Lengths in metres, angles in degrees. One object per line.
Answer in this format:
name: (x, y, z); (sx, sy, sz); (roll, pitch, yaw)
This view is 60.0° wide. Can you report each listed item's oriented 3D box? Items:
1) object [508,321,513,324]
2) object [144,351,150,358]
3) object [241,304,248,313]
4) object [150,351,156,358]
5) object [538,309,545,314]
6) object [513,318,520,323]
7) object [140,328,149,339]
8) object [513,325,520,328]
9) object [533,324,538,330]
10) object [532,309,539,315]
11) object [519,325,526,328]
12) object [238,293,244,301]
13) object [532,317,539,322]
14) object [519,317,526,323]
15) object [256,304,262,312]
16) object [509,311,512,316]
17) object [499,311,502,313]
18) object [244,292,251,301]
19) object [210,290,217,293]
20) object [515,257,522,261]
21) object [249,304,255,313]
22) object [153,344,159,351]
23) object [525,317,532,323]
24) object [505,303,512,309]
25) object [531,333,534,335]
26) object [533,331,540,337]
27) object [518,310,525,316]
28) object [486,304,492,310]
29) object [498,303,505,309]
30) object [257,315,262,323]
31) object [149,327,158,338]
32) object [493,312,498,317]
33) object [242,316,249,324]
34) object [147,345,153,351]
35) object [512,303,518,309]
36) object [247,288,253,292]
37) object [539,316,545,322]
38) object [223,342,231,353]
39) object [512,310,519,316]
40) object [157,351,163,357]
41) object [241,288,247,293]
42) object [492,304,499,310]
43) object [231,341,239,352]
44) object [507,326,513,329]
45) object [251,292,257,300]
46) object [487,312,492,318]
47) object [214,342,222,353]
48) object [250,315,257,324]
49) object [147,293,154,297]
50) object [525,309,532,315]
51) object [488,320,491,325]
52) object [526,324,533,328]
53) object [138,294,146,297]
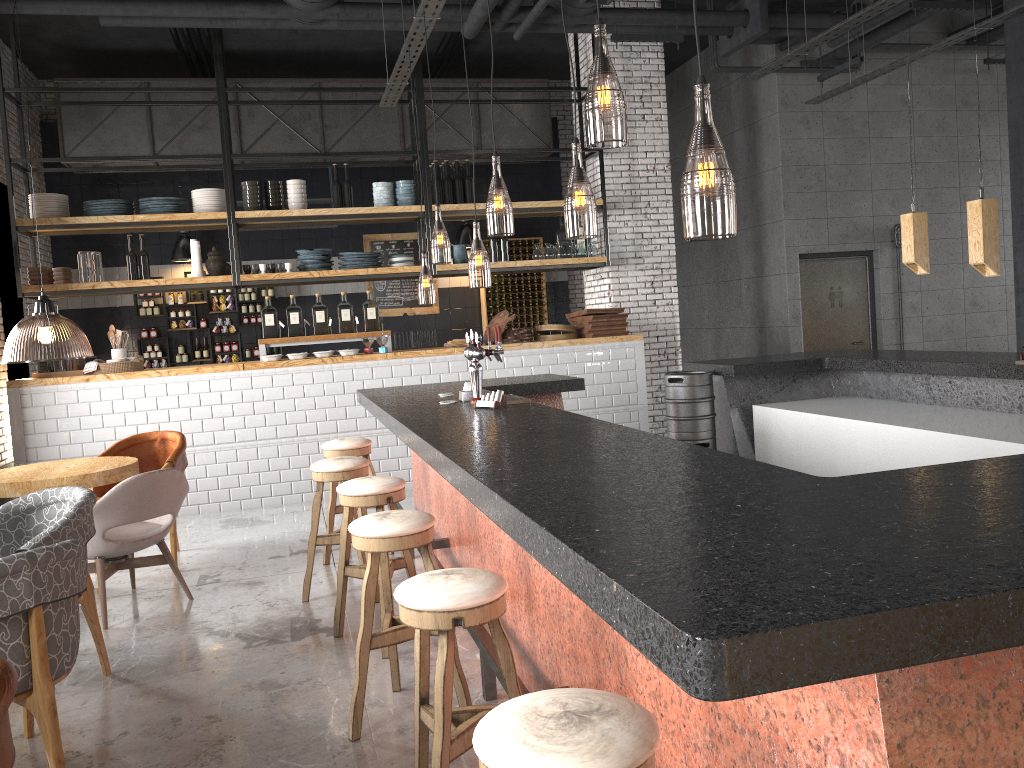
object: (-0.026, -0.879, 12.358); (0.079, 0.079, 0.281); (-5, 4, -14)
object: (-4.660, -0.373, 11.310); (0.071, 0.083, 0.071); (-4, 3, -4)
object: (-3.494, -0.984, 11.589); (0.076, 0.111, 0.076); (-3, 3, 11)
object: (-4.583, -0.379, 11.329); (0.071, 0.083, 0.071); (-5, 4, -24)
object: (0.418, -1.024, 12.491); (0.079, 0.079, 0.281); (-5, 4, -14)
object: (0.062, -0.888, 12.395); (0.079, 0.079, 0.281); (-5, 4, -14)
object: (-4.688, -0.647, 11.318); (0.100, 0.139, 0.088); (-5, 3, -13)
object: (0.067, -0.783, 12.409); (0.079, 0.079, 0.281); (-5, 4, -14)
object: (0.346, -0.806, 12.460); (0.079, 0.079, 0.281); (-5, 4, -14)
object: (0.332, -1.015, 12.445); (0.079, 0.079, 0.281); (-5, 4, -14)
object: (0.155, -0.792, 12.447); (0.079, 0.079, 0.281); (-5, 4, -14)
object: (-3.537, -1.137, 11.573); (0.076, 0.111, 0.076); (-4, 3, -4)
object: (0.330, -0.912, 12.488); (0.079, 0.079, 0.281); (-5, 4, -14)
object: (0.151, -0.896, 12.427); (0.079, 0.079, 0.281); (-5, 4, -14)
object: (-3.321, -0.998, 11.633); (0.076, 0.111, 0.076); (-1, 4, 41)
object: (-0.044, -0.986, 12.395); (0.079, 0.079, 0.281); (-5, 4, -14)
object: (-0.130, -0.977, 12.352); (0.079, 0.079, 0.281); (-5, 4, -14)
object: (-3.458, -1.144, 11.593); (0.076, 0.111, 0.076); (-4, 3, 6)
object: (-3.870, -1.252, 11.484); (0.079, 0.156, 0.079); (-4, 3, -4)
object: (0.100, -1.732, 12.364); (0.079, 0.079, 0.284); (-5, 4, -14)
object: (-3.409, -0.991, 11.610); (0.076, 0.111, 0.076); (-6, 4, -39)
object: (-4.547, -0.465, 11.334); (0.071, 0.083, 0.071); (-2, 4, 26)
object: (0.238, -0.905, 12.469); (0.079, 0.079, 0.281); (-5, 4, -14)
object: (-0.046, -1.090, 12.371); (0.079, 0.079, 0.284); (-5, 4, -14)
object: (0.257, -0.694, 12.460); (0.079, 0.079, 0.281); (-5, 4, -14)
object: (0.344, -0.703, 12.498); (0.079, 0.079, 0.281); (-5, 4, -14)
object: (0.140, -1.001, 12.437); (0.079, 0.079, 0.281); (-5, 4, -14)
object: (-0.314, -1.065, 12.279); (0.079, 0.079, 0.284); (-5, 4, -14)
object: (-0.135, -1.081, 12.339); (0.079, 0.079, 0.284); (-5, 4, -14)
object: (-3.314, -0.855, 11.660); (0.081, 0.113, 0.071); (-5, 3, -15)
object: (-4.583, -0.656, 11.344); (0.100, 0.139, 0.088); (-5, 3, -13)
object: (-0.216, -0.968, 12.311); (0.079, 0.079, 0.281); (-5, 4, -14)
object: (-3.489, -0.840, 11.616); (0.081, 0.113, 0.071); (-5, 3, -15)
object: (-4.623, -0.459, 11.321); (0.070, 0.083, 0.071); (-3, 3, 11)
object: (0.045, -1.097, 12.394); (0.079, 0.079, 0.284); (-5, 4, -14)
object: (-3.426, -1.258, 11.600); (0.076, 0.111, 0.076); (-4, 3, -9)
object: (0.421, -0.920, 12.511); (0.079, 0.079, 0.281); (-5, 4, -14)
object: (-3.723, -0.483, 11.570); (0.100, 0.139, 0.088); (-5, 3, -13)
object: (0.053, -0.993, 12.399); (0.079, 0.079, 0.281); (-5, 4, -14)
object: (-4.504, -0.386, 11.349); (0.070, 0.083, 0.071); (-3, 3, 11)
object: (-3.505, -1.251, 11.578); (0.076, 0.111, 0.076); (-6, 4, -39)
object: (-0.228, -1.074, 12.325); (0.079, 0.079, 0.284); (-5, 4, -14)
object: (-3.623, -0.491, 11.595); (0.100, 0.139, 0.088); (-5, 3, -13)
object: (-0.020, -0.775, 12.367); (0.079, 0.079, 0.281); (-5, 4, -14)
object: (-3.378, -1.151, 11.615); (0.076, 0.111, 0.076); (-5, 3, -19)
object: (-0.316, -0.962, 12.321); (0.079, 0.079, 0.281); (-5, 4, -14)
object: (-3.828, -0.474, 11.543); (0.100, 0.139, 0.088); (-5, 3, -13)
object: (-3.395, -0.848, 11.640); (0.081, 0.113, 0.071); (-5, 3, -15)
object: (-4.620, -1.167, 11.316); (0.081, 0.113, 0.071); (-5, 3, -13)
object: (0.236, -1.008, 12.445); (0.079, 0.079, 0.281); (-5, 4, -14)
object: (-0.303, -0.856, 12.303); (0.079, 0.079, 0.281); (-5, 4, -14)
object: (0.246, -0.800, 12.470); (0.079, 0.079, 0.281); (-5, 4, -14)
object: (-4.715, -1.159, 11.292); (0.081, 0.113, 0.071); (-5, 3, -13)
